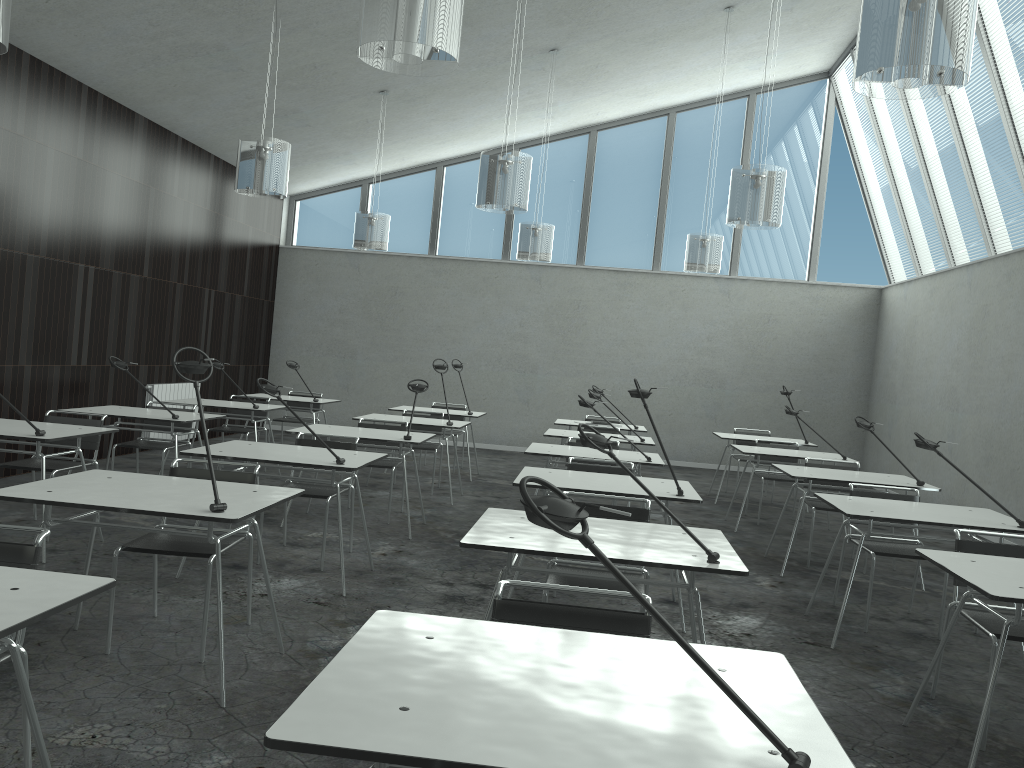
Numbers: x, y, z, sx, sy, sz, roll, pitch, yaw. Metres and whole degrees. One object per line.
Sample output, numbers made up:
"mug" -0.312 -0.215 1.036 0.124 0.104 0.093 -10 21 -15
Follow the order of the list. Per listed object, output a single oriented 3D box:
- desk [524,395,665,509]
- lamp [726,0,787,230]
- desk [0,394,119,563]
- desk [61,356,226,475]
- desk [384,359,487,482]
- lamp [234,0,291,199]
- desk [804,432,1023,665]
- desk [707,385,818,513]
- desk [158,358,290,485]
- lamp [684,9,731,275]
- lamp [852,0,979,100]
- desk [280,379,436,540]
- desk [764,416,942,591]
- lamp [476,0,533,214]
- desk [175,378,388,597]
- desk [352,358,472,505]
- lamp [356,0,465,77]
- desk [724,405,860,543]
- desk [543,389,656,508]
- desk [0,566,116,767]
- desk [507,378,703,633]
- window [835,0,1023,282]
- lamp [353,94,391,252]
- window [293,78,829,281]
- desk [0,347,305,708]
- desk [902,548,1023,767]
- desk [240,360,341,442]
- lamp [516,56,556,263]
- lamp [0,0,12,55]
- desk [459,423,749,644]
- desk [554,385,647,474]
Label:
"desk" 0.545 0.658 5.990 0.900 1.153 0.700 5 2 5
"lamp" 1.712 -2.578 5.791 0.350 2.848 0.359 5 2 5
"desk" -2.766 0.402 4.854 0.900 1.153 0.700 5 2 4
"desk" -2.612 0.370 6.298 0.900 1.153 0.700 5 2 5
"desk" -0.749 0.363 9.035 0.900 1.321 0.700 5 2 5
"lamp" -1.667 -2.341 6.129 0.350 1.761 0.359 5 2 5
"desk" 2.014 0.839 4.378 0.900 1.153 0.700 5 2 6
"desk" 2.468 0.656 8.735 0.900 1.321 0.700 5 2 5
"desk" -2.489 0.335 7.726 0.900 1.153 0.700 5 2 4
"lamp" 2.001 -2.646 8.728 0.350 2.848 0.359 5 2 5
"lamp" 1.423 -2.510 2.854 0.350 2.848 0.359 5 2 5
"desk" -1.030 0.515 6.123 0.900 1.153 0.700 5 2 4
"desk" 2.212 0.811 5.825 0.900 1.153 0.700 5 2 5
"lamp" 0.030 -2.460 5.959 0.350 2.307 0.359 5 2 5
"desk" -1.184 0.547 4.692 0.900 1.153 0.700 5 2 5
"desk" -0.839 0.401 7.579 0.900 1.321 0.700 5 2 5
"lamp" -0.259 -2.392 3.022 0.350 2.307 0.359 5 2 5
"desk" 2.288 0.771 7.285 0.900 1.153 0.700 5 2 5
"desk" 0.721 0.627 7.450 0.900 1.153 0.700 5 2 6
"desk" -1.417 0.619 1.787 0.900 1.153 0.700 5 2 5
"desk" 0.476 0.614 4.528 0.900 1.321 0.700 5 2 5
"window" 3.987 -2.799 5.204 1.144 3.101 12.775 5 2 5
"lamp" -1.378 -2.409 9.066 0.350 1.761 0.359 5 2 5
"window" 0.548 -3.289 12.006 7.052 3.041 0.010 5 2 5
"desk" -1.311 0.497 3.263 0.900 1.321 0.700 5 2 5
"desk" 1.910 0.792 2.936 0.900 1.321 0.700 5 2 6
"desk" -2.314 0.304 9.196 0.900 1.153 0.700 5 2 5
"lamp" 0.319 -2.528 8.896 0.350 2.307 0.359 5 2 5
"lamp" -1.956 -2.273 3.192 0.350 1.761 0.359 5 2 5
"desk" 0.303 0.729 3.093 0.900 1.153 0.700 5 2 6
"desk" 0.874 0.595 8.888 0.900 1.153 0.700 5 2 5
